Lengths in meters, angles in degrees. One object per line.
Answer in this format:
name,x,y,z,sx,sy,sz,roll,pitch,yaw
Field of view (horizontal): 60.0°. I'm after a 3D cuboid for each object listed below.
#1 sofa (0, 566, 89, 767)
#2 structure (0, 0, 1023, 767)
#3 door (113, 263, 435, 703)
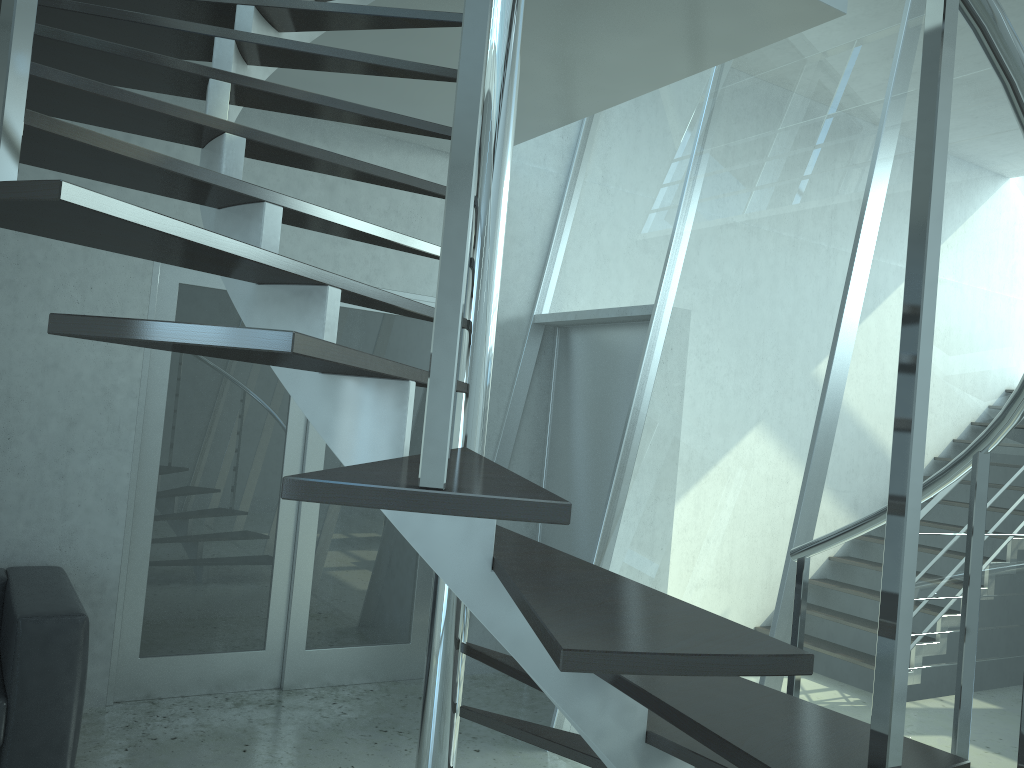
sofa,-2.626,1.037,3.058,2.025,0.652,0.943,7,-2,-32
structure,-0.401,-0.507,2.754,2.655,4.156,3.780,7,-2,-32
door,-0.867,0.221,5.291,1.162,3.200,2.576,5,-2,16
